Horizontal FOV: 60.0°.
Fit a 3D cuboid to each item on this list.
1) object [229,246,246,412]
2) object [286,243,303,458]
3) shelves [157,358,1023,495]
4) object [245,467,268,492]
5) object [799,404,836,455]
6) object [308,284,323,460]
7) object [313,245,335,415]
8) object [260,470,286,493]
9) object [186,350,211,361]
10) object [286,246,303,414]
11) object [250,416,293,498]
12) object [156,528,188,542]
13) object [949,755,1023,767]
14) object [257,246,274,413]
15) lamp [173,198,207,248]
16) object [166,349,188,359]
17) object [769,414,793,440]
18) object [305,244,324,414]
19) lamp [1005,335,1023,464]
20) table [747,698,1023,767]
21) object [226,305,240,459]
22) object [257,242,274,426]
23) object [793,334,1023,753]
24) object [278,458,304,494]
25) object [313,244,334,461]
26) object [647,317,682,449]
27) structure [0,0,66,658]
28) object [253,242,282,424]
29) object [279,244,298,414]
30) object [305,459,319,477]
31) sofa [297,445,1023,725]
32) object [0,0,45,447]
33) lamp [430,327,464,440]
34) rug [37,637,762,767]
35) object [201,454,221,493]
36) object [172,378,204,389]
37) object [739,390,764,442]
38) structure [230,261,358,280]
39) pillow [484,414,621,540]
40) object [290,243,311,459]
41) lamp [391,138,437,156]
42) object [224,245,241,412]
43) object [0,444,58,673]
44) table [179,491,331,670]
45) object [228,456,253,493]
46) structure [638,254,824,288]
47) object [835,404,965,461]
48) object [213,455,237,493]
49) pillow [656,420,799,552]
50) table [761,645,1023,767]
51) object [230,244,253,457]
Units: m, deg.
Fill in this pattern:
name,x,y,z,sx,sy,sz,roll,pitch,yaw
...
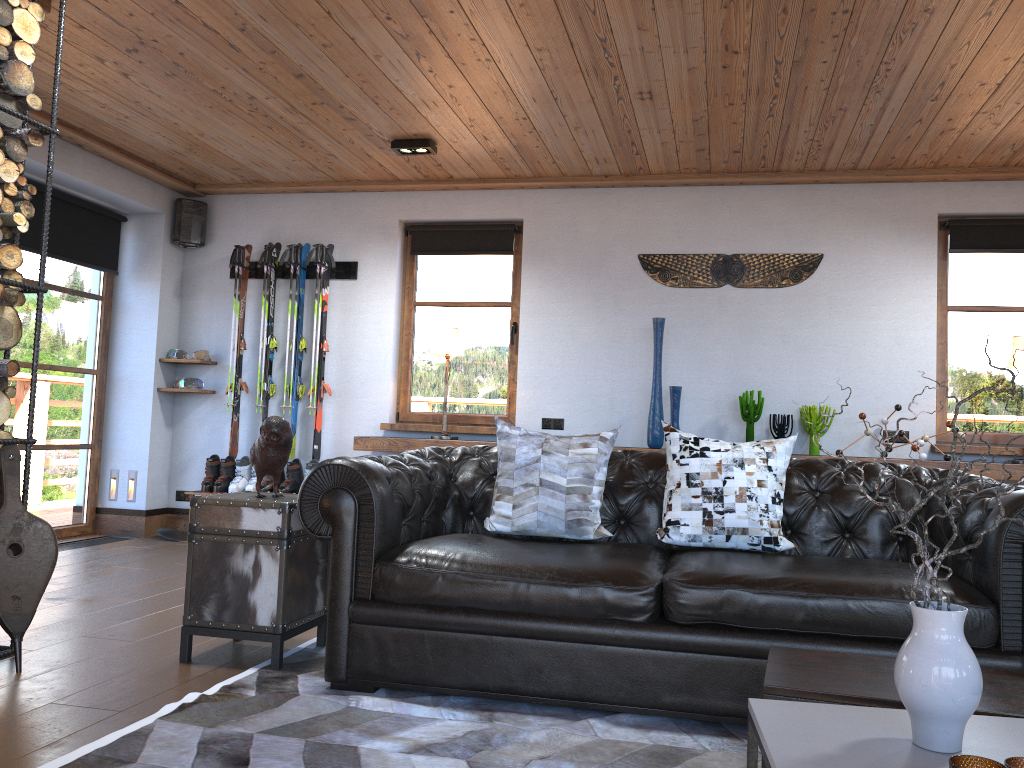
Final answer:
name,x,y,z,sx,sy,sz,roll,pitch,yaw
object,-2.088,-0.414,6.626,0.121,1.251,0.059,3,-4,-5
object,-1.638,-0.256,6.654,0.072,1.623,0.112,1,-4,13
shelves,0.559,0.396,6.077,6.609,0.989,0.615,2,-4,13
object,-1.858,0.665,6.458,0.116,0.271,0.253,1,-4,18
object,1.985,0.301,5.794,0.184,0.332,0.197,4,-4,-27
object,-1.448,-0.223,6.554,0.095,1.608,0.116,1,-4,13
object,-1.383,-0.394,6.487,0.122,1.251,0.058,4,-4,-25
object,-1.737,0.668,6.413,0.115,0.271,0.254,0,-4,33
object,-2.387,-0.219,6.775,0.159,0.084,0.190,2,-3,12
object,-1.633,-0.402,6.528,0.121,1.251,0.059,3,-4,-5
object,-0.934,0.283,3.449,0.151,0.319,0.245,5,-4,-36
object,-1.838,1.134,6.438,1.616,0.065,0.309,2,-3,12
object,0.697,0.594,1.203,0.305,0.081,0.243,5,-4,-39
object,-1.860,-0.408,6.577,0.121,1.251,0.059,3,-4,-5
lamp,-2.498,-1.245,6.873,0.212,0.350,0.214,2,-4,13
object,-2.561,-0.223,6.813,0.189,0.084,0.160,2,-3,12
object,1.764,0.329,5.825,0.130,0.261,0.122,3,-4,-17
object,-1.458,-0.401,6.410,0.122,1.251,0.058,4,-4,-20
lamp,3.189,0.455,5.653,0.245,1.483,0.633,2,-4,5
table,0.783,0.835,1.617,0.648,0.350,0.401,2,-3,8
object,-2.099,-0.241,6.695,0.095,1.608,0.116,1,-4,13
object,-1.861,-0.264,6.671,0.072,1.623,0.112,1,-4,13
object,0.822,0.255,1.611,0.614,0.809,0.409,1,-4,24
object,-1.598,0.673,6.416,0.115,0.271,0.254,0,-4,28
object,-1.356,-0.235,6.524,0.095,1.608,0.116,1,-4,13
object,1.026,0.000,5.890,0.277,0.863,0.110,5,-4,-32
structure,-2.086,-0.323,3.213,0.509,2.619,0.504,1,-4,13
object,-1.817,-0.267,6.577,0.103,1.623,0.255,2,-4,10
object,-1.661,-0.406,6.468,0.122,1.251,0.058,5,-4,-30
object,-1.441,0.676,6.353,0.116,0.271,0.252,2,-3,8
sofa,0.606,0.680,3.343,2.554,0.839,1.244,2,-3,12
object,-2.097,-0.317,3.208,0.464,2.614,0.495,1,-4,13
lamp,-0.428,0.355,6.458,0.244,1.483,0.636,1,-4,17
rug,1.001,1.058,2.749,4.023,0.053,2.442,2,-3,13
object,-2.213,0.655,6.522,0.116,0.271,0.252,2,-3,3
object,-2.491,-0.003,6.780,0.190,0.084,0.347,5,-4,-41
object,1.568,0.247,5.822,0.160,0.411,0.145,4,-4,-18
structure,-1.703,-0.875,6.642,1.045,0.135,0.320,2,-3,12
pillow,0.160,0.360,3.513,0.525,0.469,0.285,1,-4,15
object,-1.567,-0.255,6.628,0.072,1.623,0.112,1,-4,13
lamp,-0.618,-1.504,5.609,0.260,0.068,0.156,2,-3,13
object,-2.069,-0.418,6.547,0.059,1.251,0.120,3,-4,-5
object,-1.800,0.609,3.177,0.264,0.796,0.267,3,-4,-4
table,-0.973,0.738,3.434,0.415,0.610,0.407,2,-4,13
object,-1.979,0.661,6.469,0.116,0.271,0.253,1,-4,18
structure,1.478,-0.779,6.049,1.242,0.240,0.099,2,-4,12
object,2.459,0.300,5.611,0.638,0.350,0.527,0,-4,40
object,-2.099,0.658,6.495,0.116,0.271,0.253,1,-4,18
pillow,0.821,0.378,3.371,0.525,0.469,0.285,1,-4,15
table,0.923,0.863,2.054,0.646,0.350,0.402,1,-3,18
object,-2.007,-0.254,6.664,0.095,1.608,0.116,1,-4,13
